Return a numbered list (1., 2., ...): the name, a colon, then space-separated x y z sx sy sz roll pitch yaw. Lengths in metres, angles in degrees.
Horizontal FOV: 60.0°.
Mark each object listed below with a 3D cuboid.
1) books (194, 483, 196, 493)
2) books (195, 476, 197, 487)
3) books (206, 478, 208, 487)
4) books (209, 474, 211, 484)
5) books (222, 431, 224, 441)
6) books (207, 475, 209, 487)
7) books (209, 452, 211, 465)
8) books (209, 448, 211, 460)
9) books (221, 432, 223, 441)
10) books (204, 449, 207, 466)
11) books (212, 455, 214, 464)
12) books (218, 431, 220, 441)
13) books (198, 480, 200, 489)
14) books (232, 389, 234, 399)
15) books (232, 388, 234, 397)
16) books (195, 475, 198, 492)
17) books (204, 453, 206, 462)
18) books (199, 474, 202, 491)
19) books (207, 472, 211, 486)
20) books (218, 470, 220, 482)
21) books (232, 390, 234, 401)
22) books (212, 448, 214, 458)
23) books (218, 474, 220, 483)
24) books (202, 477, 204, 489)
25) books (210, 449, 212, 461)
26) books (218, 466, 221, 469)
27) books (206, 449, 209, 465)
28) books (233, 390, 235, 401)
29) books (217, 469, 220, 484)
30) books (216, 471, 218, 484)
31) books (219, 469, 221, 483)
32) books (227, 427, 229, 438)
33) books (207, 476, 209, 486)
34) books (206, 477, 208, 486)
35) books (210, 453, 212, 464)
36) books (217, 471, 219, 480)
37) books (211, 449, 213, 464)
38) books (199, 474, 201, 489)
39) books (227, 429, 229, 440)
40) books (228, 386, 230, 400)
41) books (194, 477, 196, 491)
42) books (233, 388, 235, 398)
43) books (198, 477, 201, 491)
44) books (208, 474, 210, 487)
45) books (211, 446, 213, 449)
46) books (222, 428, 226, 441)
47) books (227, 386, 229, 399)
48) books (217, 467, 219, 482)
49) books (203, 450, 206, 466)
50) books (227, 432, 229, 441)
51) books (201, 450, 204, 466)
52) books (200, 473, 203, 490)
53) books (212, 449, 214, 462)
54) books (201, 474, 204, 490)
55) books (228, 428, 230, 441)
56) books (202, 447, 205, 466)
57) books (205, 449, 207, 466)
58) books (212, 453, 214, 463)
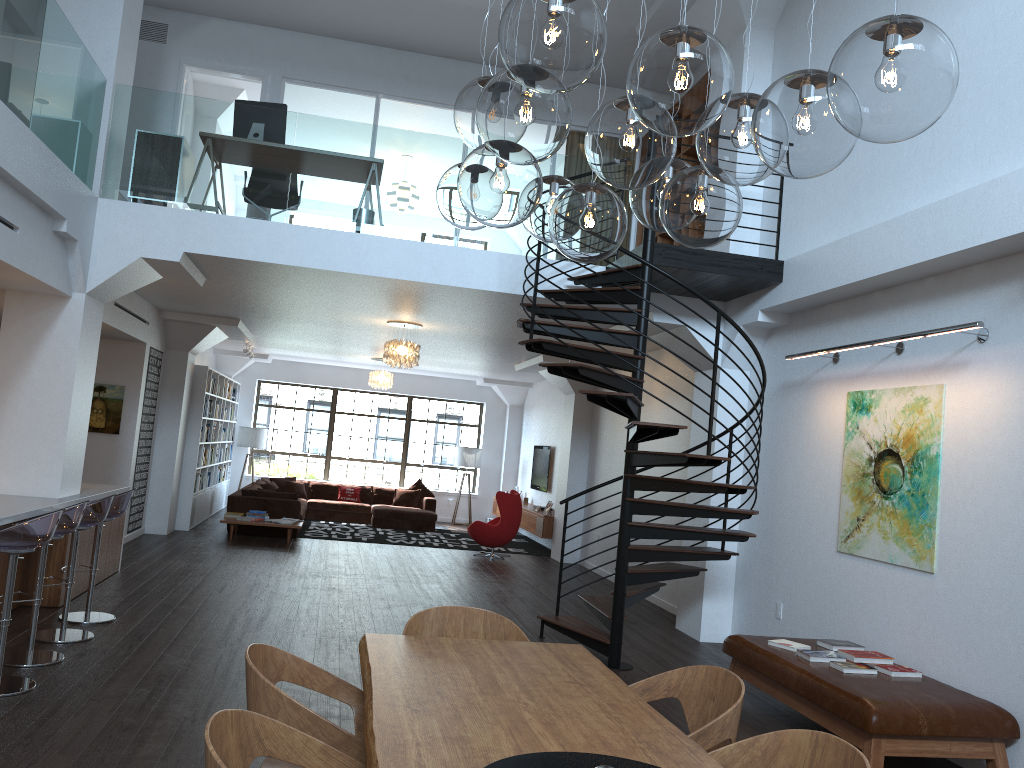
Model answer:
1. books: -4.788 1.498 13.184 0.161 0.223 0.032 6 -4 -11
2. books: -4.808 1.484 13.218 0.183 0.253 0.042 6 -4 -11
3. books: -5.049 1.605 14.525 0.107 0.167 0.017 6 -4 -11
4. books: -5.107 1.600 14.767 0.146 0.202 0.027 6 -4 -11
5. books: -5.219 0.918 15.790 0.139 0.191 0.036 6 -4 -11
6. books: -5.079 1.598 14.628 0.139 0.191 0.036 6 -4 -11
7. books: -4.995 1.177 14.410 0.183 0.253 0.034 6 -4 -11
8. books: -4.986 1.156 14.369 0.176 0.290 0.053 6 -4 -11
9. books: -5.188 0.928 15.695 0.106 0.162 0.030 6 -4 -11
10. books: -4.908 1.149 13.941 0.183 0.253 0.034 6 -4 -11
11. books: -5.081 1.218 14.850 0.161 0.223 0.026 6 -4 -11
12. books: -5.137 0.861 15.305 0.171 0.246 0.036 6 -4 -11
13. books: -4.876 1.521 13.584 0.161 0.223 0.033 6 -4 -11
14. books: -5.330 0.186 16.641 0.183 0.253 0.042 6 -4 -11
15. books: -5.320 0.183 16.598 0.183 0.253 0.042 6 -4 -11
16. books: -4.823 1.489 13.299 0.180 0.251 0.048 6 -4 -11
17. books: -4.905 1.157 13.905 0.168 0.231 0.037 6 -4 -11
18. books: -4.905 1.517 13.723 0.171 0.246 0.039 6 -4 -11
19. books: -5.126 1.590 14.851 0.140 0.231 0.042 6 -4 -11
20. books: -5.299 1.633 15.759 0.183 0.253 0.034 6 -4 -11
21. books: -5.337 0.188 16.684 0.183 0.253 0.042 6 -4 -11
22. books: -5.050 1.189 14.681 0.180 0.259 0.060 6 -4 -11
23. books: -5.332 1.646 15.876 0.174 0.240 0.045 6 -4 -11
24. books: -4.955 1.537 13.973 0.174 0.236 0.142 6 -4 -11
25. books: -4.998 1.179 14.443 0.183 0.253 0.034 6 -4 -11
26. books: -5.342 1.625 15.951 0.176 0.290 0.036 6 -4 -11
27. books: -4.936 1.158 14.108 0.183 0.253 0.034 6 -4 -11
28. books: -5.358 0.196 16.813 0.183 0.253 0.042 6 -4 -11
29. books: -5.296 1.631 15.725 0.183 0.253 0.034 6 -4 -11
30. books: -5.273 1.606 15.574 0.198 0.284 0.066 6 -4 -11
31. books: -5.328 1.642 15.917 0.183 0.253 0.034 6 -4 -11
32. books: -5.368 0.924 16.458 0.183 0.253 0.042 6 -4 -11
33. books: -5.072 1.603 14.599 0.128 0.178 0.021 6 -4 -11
34. books: -5.044 1.606 14.501 0.106 0.162 0.032 6 -4 -11
35. books: -5.031 1.192 14.561 0.174 0.240 0.045 6 -4 -11
36. books: -5.273 1.642 15.645 0.161 0.223 0.026 6 -4 -11
37. books: -5.027 1.188 14.601 0.183 0.253 0.034 6 -4 -11
38. books: -4.894 1.508 13.651 0.183 0.253 0.042 6 -4 -11
39. books: -5.379 0.932 16.530 0.171 0.246 0.039 6 -4 -11
40. books: -5.196 0.151 16.008 0.183 0.253 0.034 6 -4 -11
41. books: -4.777 1.485 13.110 0.174 0.240 0.054 6 -4 -11
42. books: -5.341 0.191 16.728 0.183 0.253 0.042 6 -4 -11
43. books: -4.879 1.532 13.615 0.161 0.223 0.030 6 -4 -11
44. books: -5.087 1.596 14.687 0.146 0.202 0.027 6 -4 -11
45. books: -5.041 1.171 14.635 0.176 0.290 0.036 6 -4 -11
46. books: -5.284 0.917 16.113 0.140 0.231 0.042 6 -4 -11
47. books: -5.178 0.150 15.927 0.171 0.246 0.057 6 -4 -11
48. books: -5.287 1.610 15.684 0.176 0.290 0.053 6 -4 -11
49. books: -4.890 1.148 13.861 0.171 0.246 0.057 6 -4 -11
50. books: -5.399 0.930 16.607 0.180 0.259 0.042 6 -4 -11
51. books: -4.852 1.135 13.655 0.171 0.246 0.057 6 -4 -11
52. books: -4.925 1.515 13.800 0.180 0.259 0.042 6 -4 -11
53. books: -5.075 1.197 14.776 0.183 0.253 0.034 6 -4 -11
54. books: -4.936 1.523 13.886 0.183 0.253 0.042 6 -4 -11
55. books: -5.410 0.938 16.693 0.183 0.253 0.042 6 -4 -11
56. books: -4.869 1.118 13.738 0.176 0.290 0.053 6 -4 -11
57. books: -4.910 1.151 13.975 0.183 0.253 0.034 6 -4 -11
58. books: -5.083 1.206 14.814 0.174 0.240 0.045 6 -4 -11
